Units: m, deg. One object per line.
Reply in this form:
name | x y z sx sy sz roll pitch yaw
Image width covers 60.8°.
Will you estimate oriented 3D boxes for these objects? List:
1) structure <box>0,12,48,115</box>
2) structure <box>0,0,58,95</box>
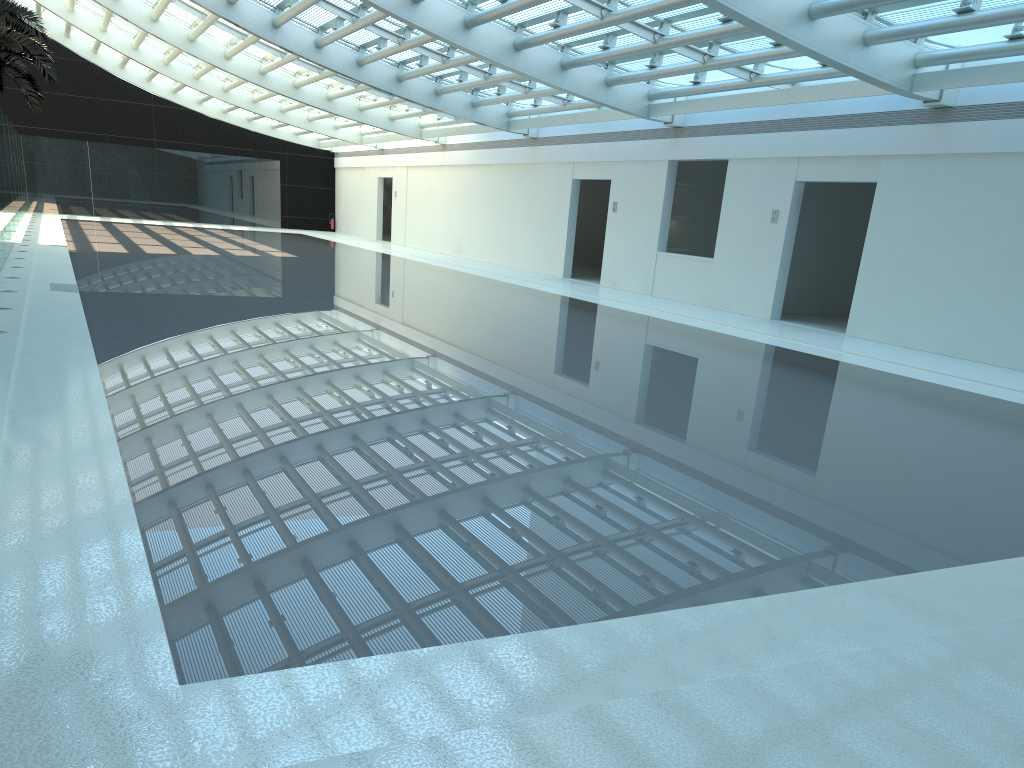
structure | -17.946 -9.446 29.173 4.679 7.366 4.352 19 23 39
structure | -14.366 -7.813 22.381 4.774 7.366 4.265 -7 21 -32
